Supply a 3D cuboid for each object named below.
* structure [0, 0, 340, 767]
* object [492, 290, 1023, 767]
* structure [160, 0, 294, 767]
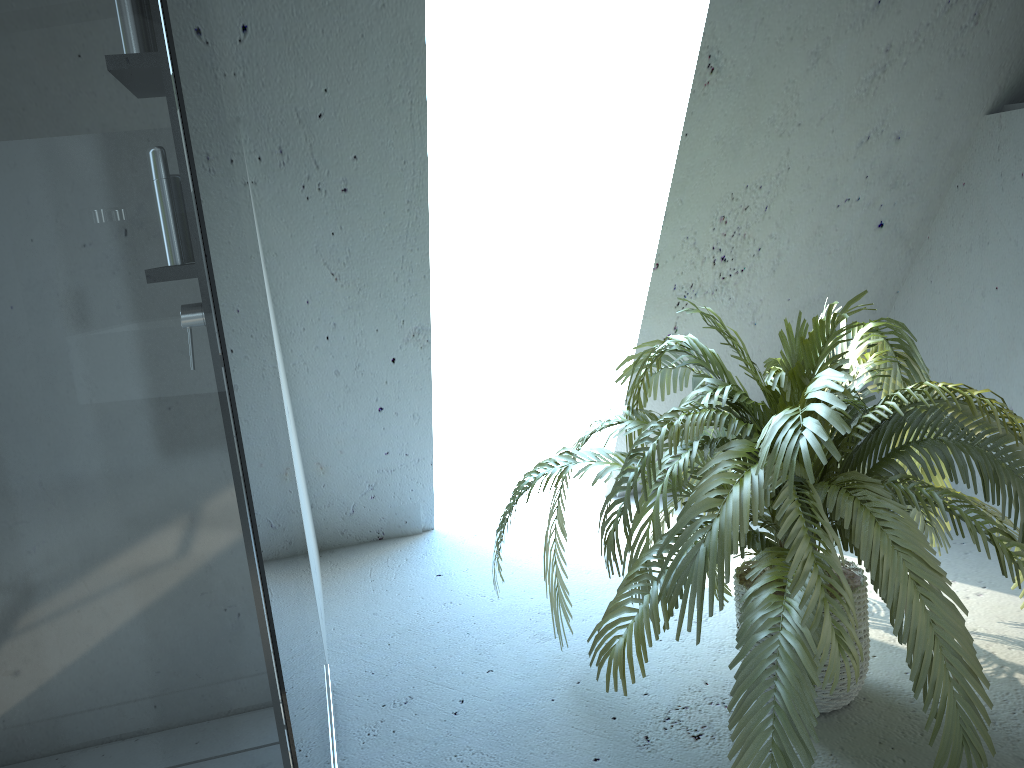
[{"bbox_3d":[-0.919,-0.052,1.011,1.184,2.114,1.835,-9,11,-12],"label":"structure"},{"bbox_3d":[0.586,0.243,1.836,1.112,0.893,1.132,-14,13,-34],"label":"object"},{"bbox_3d":[-0.719,-0.072,1.372,0.612,1.978,0.250,-9,11,-12],"label":"structure"}]
